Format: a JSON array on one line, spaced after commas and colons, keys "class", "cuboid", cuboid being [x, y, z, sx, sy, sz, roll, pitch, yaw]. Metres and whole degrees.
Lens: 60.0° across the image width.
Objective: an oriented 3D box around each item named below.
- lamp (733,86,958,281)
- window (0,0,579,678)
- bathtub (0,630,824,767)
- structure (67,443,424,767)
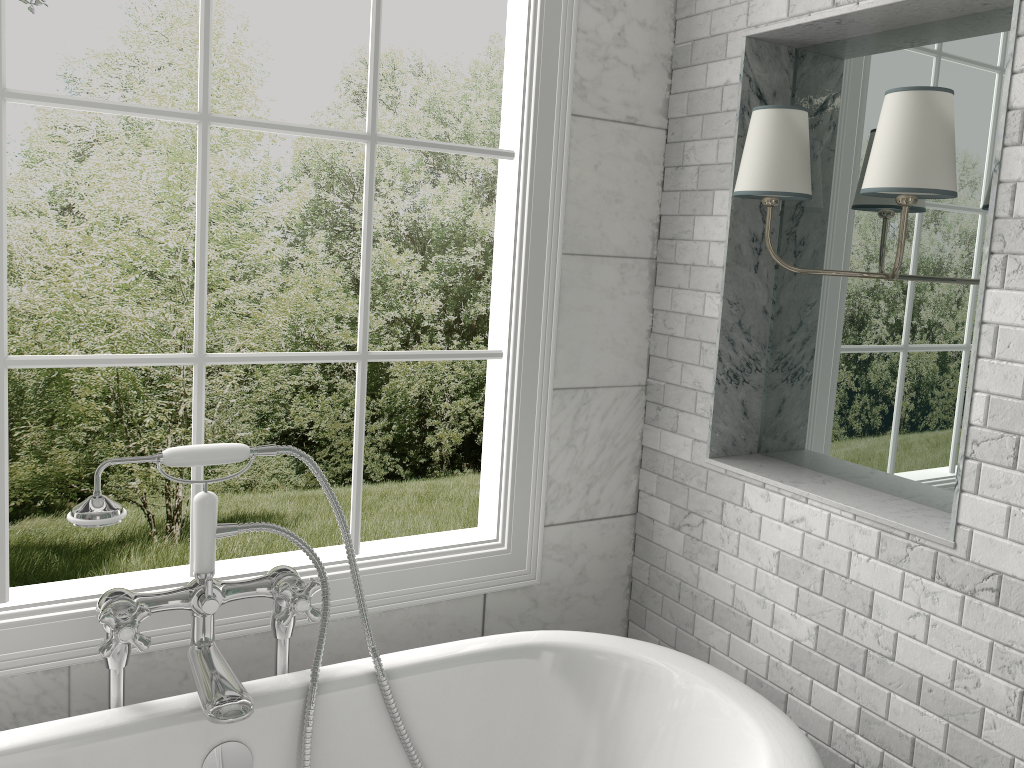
[{"class": "lamp", "cuboid": [0.769, -0.432, 1.993, 0.308, 0.381, 0.550, -1, 10, -31]}, {"class": "window", "cuboid": [-0.667, -0.571, 1.910, 1.832, 2.312, 0.119, -1, 8, -31]}, {"class": "bathtub", "cuboid": [-0.406, 1.069, 1.496, 2.166, 0.754, 0.946, -2, 10, -31]}, {"class": "structure", "cuboid": [-0.493, 0.775, 1.826, 0.779, 1.279, 0.342, 1, 7, -21]}]
